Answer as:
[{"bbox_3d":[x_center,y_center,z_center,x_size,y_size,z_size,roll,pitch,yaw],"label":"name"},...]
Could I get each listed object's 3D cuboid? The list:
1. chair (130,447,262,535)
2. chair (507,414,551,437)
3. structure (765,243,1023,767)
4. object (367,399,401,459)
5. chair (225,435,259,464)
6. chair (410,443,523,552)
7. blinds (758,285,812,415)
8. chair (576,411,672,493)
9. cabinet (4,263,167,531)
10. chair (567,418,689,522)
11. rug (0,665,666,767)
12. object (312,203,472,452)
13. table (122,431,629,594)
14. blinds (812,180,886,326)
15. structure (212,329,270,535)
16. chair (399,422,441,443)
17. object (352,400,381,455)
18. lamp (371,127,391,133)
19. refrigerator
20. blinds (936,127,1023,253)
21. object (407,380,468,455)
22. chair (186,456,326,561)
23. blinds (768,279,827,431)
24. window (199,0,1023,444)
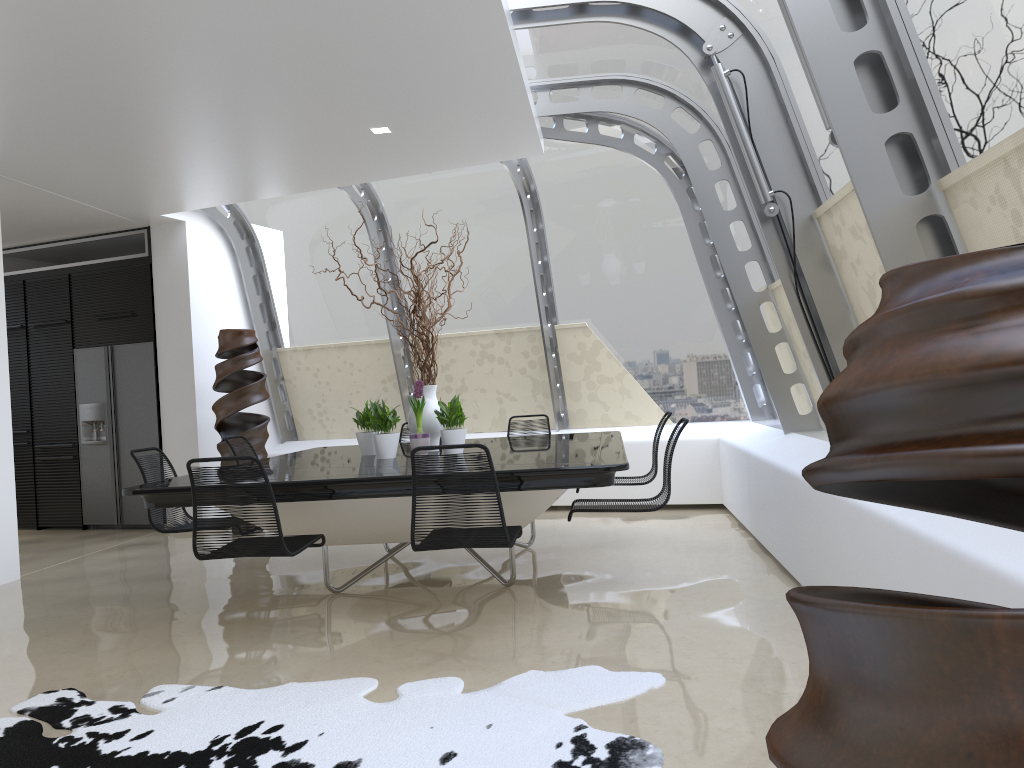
[{"bbox_3d":[-1.848,0.622,5.246,0.688,0.519,0.446,-3,0,6],"label":"chair"},{"bbox_3d":[0.121,0.520,7.165,0.446,0.519,0.688,-3,0,6],"label":"chair"},{"bbox_3d":[0.613,0.491,0.892,0.672,1.258,0.674,-3,0,-17],"label":"structure"},{"bbox_3d":[-0.788,0.273,5.446,0.215,0.369,0.284,-4,-1,40],"label":"object"},{"bbox_3d":[-1.711,0.624,6.515,0.688,0.519,0.446,-3,0,6],"label":"chair"},{"bbox_3d":[-0.217,0.514,4.054,0.446,0.519,0.688,-3,0,6],"label":"chair"},{"bbox_3d":[2.223,0.358,6.941,0.663,2.118,1.829,-3,0,6],"label":"blinds"},{"bbox_3d":[0.786,0.472,6.244,0.688,0.519,0.446,-3,0,6],"label":"chair"},{"bbox_3d":[-4.277,0.186,9.202,2.252,2.558,0.831,-4,0,21],"label":"cabinet"},{"bbox_3d":[0.648,0.470,4.975,0.688,0.519,0.446,-3,0,6],"label":"chair"},{"bbox_3d":[-1.146,1.209,2.345,3.220,0.008,2.705,-3,0,6],"label":"rug"},{"bbox_3d":[-0.755,-0.319,5.760,1.031,1.549,1.135,-3,0,-2],"label":"object"},{"bbox_3d":[-0.514,0.823,5.689,2.494,0.759,3.031,-3,0,6],"label":"table"},{"bbox_3d":[1.644,-0.259,3.723,0.387,1.214,1.376,-3,0,6],"label":"blinds"},{"bbox_3d":[-2.421,0.427,7.968,0.498,1.843,0.493,-4,0,17],"label":"structure"},{"bbox_3d":[-0.797,0.576,7.265,0.446,0.519,0.688,-3,0,6],"label":"chair"},{"bbox_3d":[-0.946,0.286,5.898,0.215,0.369,0.284,-4,-1,45],"label":"object"},{"bbox_3d":[-6.157,-1.400,1.575,9.775,0.004,9.928,-3,0,7],"label":"lamp"},{"bbox_3d":[-3.799,0.494,8.714,1.006,1.742,0.234,-4,0,19],"label":"refrigerator"},{"bbox_3d":[1.513,-0.169,2.191,0.329,1.027,1.430,-3,0,6],"label":"blinds"},{"bbox_3d":[-0.437,0.202,5.542,0.417,0.476,0.238,-4,-1,34],"label":"object"},{"bbox_3d":[-1.207,0.575,4.162,0.446,0.519,0.688,-3,0,6],"label":"chair"},{"bbox_3d":[1.845,-0.164,5.253,0.329,1.027,1.430,-3,0,6],"label":"blinds"},{"bbox_3d":[-5.629,0.052,3.455,16.693,3.674,16.171,-4,0,12],"label":"window"}]
